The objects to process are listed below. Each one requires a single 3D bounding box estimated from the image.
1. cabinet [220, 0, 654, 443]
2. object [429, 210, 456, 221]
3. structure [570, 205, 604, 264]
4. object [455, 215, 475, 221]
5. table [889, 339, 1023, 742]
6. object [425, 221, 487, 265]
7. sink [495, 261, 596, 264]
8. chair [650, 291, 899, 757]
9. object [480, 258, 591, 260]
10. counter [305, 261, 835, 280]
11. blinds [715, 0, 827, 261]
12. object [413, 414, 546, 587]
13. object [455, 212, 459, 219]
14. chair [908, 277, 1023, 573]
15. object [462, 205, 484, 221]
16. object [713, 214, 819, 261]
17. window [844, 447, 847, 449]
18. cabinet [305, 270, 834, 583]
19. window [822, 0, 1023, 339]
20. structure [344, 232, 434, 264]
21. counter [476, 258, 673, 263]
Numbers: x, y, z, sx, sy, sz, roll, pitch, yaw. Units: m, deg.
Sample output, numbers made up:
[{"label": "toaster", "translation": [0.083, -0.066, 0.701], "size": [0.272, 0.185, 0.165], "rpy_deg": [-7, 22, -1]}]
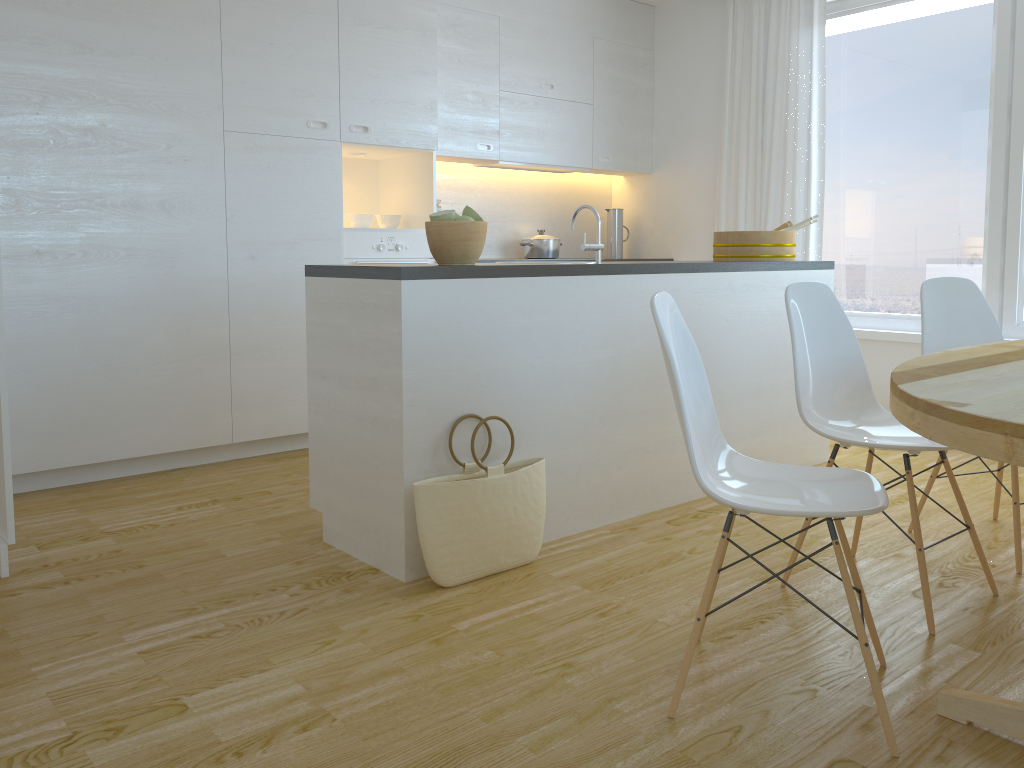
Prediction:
[{"label": "cabinet", "translation": [-0.251, -1.042, 5.285], "size": [3.210, 2.288, 0.482], "rpy_deg": [-6, 8, -40]}, {"label": "object", "translation": [-0.225, -0.533, 2.865], "size": [0.084, 0.065, 0.086], "rpy_deg": [-4, 8, -28]}, {"label": "structure", "translation": [0.249, -0.546, 3.224], "size": [0.097, 0.214, 0.163], "rpy_deg": [-5, 8, -40]}, {"label": "object", "translation": [-0.152, -0.508, 2.893], "size": [0.081, 0.085, 0.098], "rpy_deg": [2, 7, 14]}, {"label": "table", "translation": [1.647, 0.320, 2.047], "size": [2.197, 0.721, 1.198], "rpy_deg": [-7, 10, -41]}, {"label": "object", "translation": [-0.183, -0.463, 2.916], "size": [0.205, 0.141, 0.207], "rpy_deg": [1, 7, 11]}, {"label": "sink", "translation": [0.135, -0.392, 3.415], "size": [0.404, 0.156, 0.407], "rpy_deg": [0, 8, 1]}, {"label": "chair", "translation": [0.582, 0.246, 1.980], "size": [0.523, 0.896, 0.432], "rpy_deg": [2, 6, 20]}, {"label": "object", "translation": [0.168, -0.808, 5.749], "size": [0.656, 0.013, 0.564], "rpy_deg": [-7, 11, -40]}, {"label": "counter", "translation": [0.397, -0.472, 3.588], "size": [2.407, 0.040, 0.603], "rpy_deg": [-7, 11, -40]}, {"label": "blinds", "translation": [1.554, -1.509, 5.454], "size": [0.150, 2.148, 0.797], "rpy_deg": [-4, 7, -40]}, {"label": "object", "translation": [0.336, 0.373, 2.516], "size": [1.191, 0.499, 0.473], "rpy_deg": [4, 8, 27]}, {"label": "object", "translation": [-0.205, -0.531, 2.953], "size": [0.102, 0.098, 0.087], "rpy_deg": [-2, 7, -19]}, {"label": "chair", "translation": [1.667, 0.093, 3.003], "size": [0.430, 0.896, 0.526], "rpy_deg": [-2, 6, -20]}, {"label": "object", "translation": [-0.130, -0.560, 2.950], "size": [0.074, 0.071, 0.078], "rpy_deg": [-2, 7, -15]}, {"label": "object", "translation": [1.167, -0.686, 4.177], "size": [0.430, 0.213, 0.381], "rpy_deg": [-2, 8, -12]}, {"label": "window", "translation": [1.532, -0.657, 1.297], "size": [1.885, 2.041, 2.559], "rpy_deg": [-6, 9, -40]}, {"label": "cabinet", "translation": [0.398, -0.001, 3.628], "size": [2.407, 0.905, 0.603], "rpy_deg": [-7, 9, -40]}, {"label": "window", "translation": [2.576, -1.197, 4.569], "size": [0.088, 1.907, 2.737], "rpy_deg": [-4, 8, -40]}, {"label": "structure", "translation": [-0.639, -0.506, 4.701], "size": [0.562, 0.593, 0.049], "rpy_deg": [-6, 7, -40]}, {"label": "counter", "translation": [0.167, -0.789, 5.745], "size": [2.006, 0.040, 0.602], "rpy_deg": [-7, 11, -40]}]
